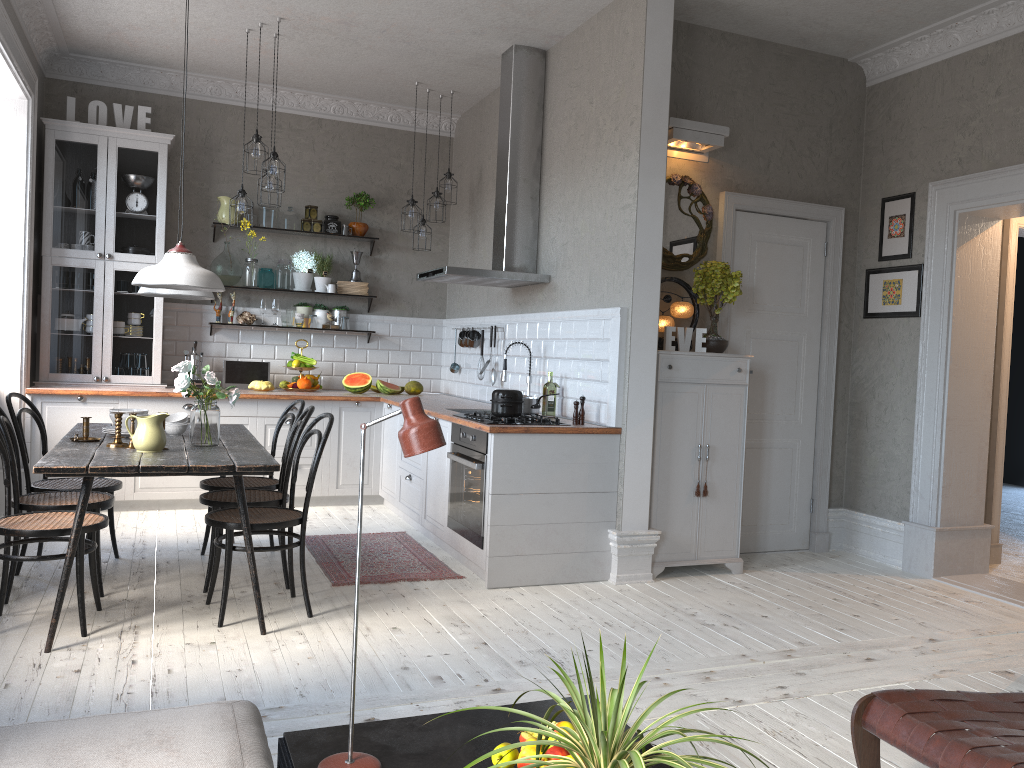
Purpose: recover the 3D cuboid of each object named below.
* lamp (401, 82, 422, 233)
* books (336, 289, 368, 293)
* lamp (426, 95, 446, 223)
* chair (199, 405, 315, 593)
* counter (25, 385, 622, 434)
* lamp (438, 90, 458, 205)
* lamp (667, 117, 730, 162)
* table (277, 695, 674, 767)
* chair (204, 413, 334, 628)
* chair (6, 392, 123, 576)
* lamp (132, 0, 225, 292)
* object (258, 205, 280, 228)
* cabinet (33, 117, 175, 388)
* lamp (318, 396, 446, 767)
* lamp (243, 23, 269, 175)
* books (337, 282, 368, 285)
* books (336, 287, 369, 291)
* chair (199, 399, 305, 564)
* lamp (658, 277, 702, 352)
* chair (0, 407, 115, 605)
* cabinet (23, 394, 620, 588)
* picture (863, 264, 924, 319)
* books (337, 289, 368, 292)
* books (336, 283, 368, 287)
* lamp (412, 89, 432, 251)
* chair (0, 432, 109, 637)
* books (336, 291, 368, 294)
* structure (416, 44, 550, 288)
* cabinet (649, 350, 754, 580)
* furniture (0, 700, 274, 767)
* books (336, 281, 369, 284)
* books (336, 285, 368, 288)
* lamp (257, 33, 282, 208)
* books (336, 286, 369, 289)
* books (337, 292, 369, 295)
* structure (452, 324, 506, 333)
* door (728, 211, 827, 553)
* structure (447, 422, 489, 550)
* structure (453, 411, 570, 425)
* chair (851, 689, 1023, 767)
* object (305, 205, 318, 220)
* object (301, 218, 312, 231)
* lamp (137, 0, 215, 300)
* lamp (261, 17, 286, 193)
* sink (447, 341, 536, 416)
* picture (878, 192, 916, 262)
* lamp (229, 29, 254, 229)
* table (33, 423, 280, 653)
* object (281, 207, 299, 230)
[{"bbox_3d":[-0.748,-2.055,6.864,0.146,1.735,0.148,3,2,9],"label":"lamp"},{"bbox_3d":[-1.357,-0.782,7.520,0.263,0.016,0.156,2,2,-11],"label":"books"},{"bbox_3d":[-0.582,-2.187,7.186,0.145,1.735,0.148,3,2,19],"label":"lamp"},{"bbox_3d":[-1.314,0.564,4.556,0.555,0.920,0.433,2,2,-15],"label":"chair"},{"bbox_3d":[-1.477,0.132,5.797,3.211,0.039,3.338,2,2,-22],"label":"counter"},{"bbox_3d":[-0.476,-2.306,7.043,0.143,1.735,0.150,4,2,39],"label":"lamp"},{"bbox_3d":[1.066,-1.463,5.321,0.422,0.171,0.216,2,2,-23],"label":"lamp"},{"bbox_3d":[0.060,1.035,1.721,0.862,0.303,1.290,2,2,-22],"label":"table"},{"bbox_3d":[-1.117,0.589,4.068,0.558,0.920,0.430,2,2,-25],"label":"chair"},{"bbox_3d":[-2.354,0.512,4.669,0.553,0.920,0.434,2,2,-10],"label":"chair"},{"bbox_3d":[-1.416,-1.343,3.850,0.375,1.858,0.383,3,2,15],"label":"lamp"},{"bbox_3d":[-1.978,-1.347,7.199,0.170,0.184,0.174,3,2,17],"label":"object"},{"bbox_3d":[-3.036,-0.922,6.641,0.893,1.921,0.381,2,2,-23],"label":"cabinet"},{"bbox_3d":[-0.285,0.443,1.932,0.249,0.839,0.139,3,2,12],"label":"lamp"},{"bbox_3d":[-1.636,-2.243,5.752,0.150,1.735,0.144,1,2,-36],"label":"lamp"},{"bbox_3d":[-1.354,-0.847,7.518,0.264,0.016,0.156,2,2,-14],"label":"books"},{"bbox_3d":[-1.356,-0.803,7.520,0.264,0.011,0.156,2,2,-17],"label":"books"},{"bbox_3d":[-1.471,0.542,5.006,0.558,0.920,0.430,2,2,-25],"label":"chair"},{"bbox_3d":[0.930,-0.357,5.267,0.454,0.558,0.170,2,2,-15],"label":"lamp"},{"bbox_3d":[-2.196,0.534,4.216,0.558,0.920,0.430,2,2,-25],"label":"chair"},{"bbox_3d":[-1.127,0.548,6.126,4.131,0.854,2.018,3,2,23],"label":"cabinet"},{"bbox_3d":[2.453,-0.591,5.712,0.014,0.331,0.482,2,2,-22],"label":"picture"},{"bbox_3d":[-1.357,-0.793,7.520,0.264,0.016,0.156,2,2,-14],"label":"books"},{"bbox_3d":[-1.355,-0.836,7.519,0.263,0.016,0.156,2,2,-11],"label":"books"},{"bbox_3d":[-0.682,-1.935,7.042,0.143,1.735,0.150,4,2,39],"label":"lamp"},{"bbox_3d":[-1.992,0.560,3.709,0.555,0.920,0.433,2,2,-15],"label":"chair"},{"bbox_3d":[-1.358,-0.771,7.521,0.264,0.011,0.156,2,2,-17],"label":"books"},{"bbox_3d":[-0.176,-1.491,6.002,0.724,1.595,0.701,2,2,-22],"label":"structure"},{"bbox_3d":[1.019,0.459,5.243,0.677,1.297,0.378,2,2,-23],"label":"cabinet"},{"bbox_3d":[-0.700,0.908,1.525,0.592,0.476,0.815,2,2,-22],"label":"furniture"},{"bbox_3d":[-1.354,-0.857,7.518,0.264,0.011,0.156,2,2,-17],"label":"books"},{"bbox_3d":[-1.355,-0.825,7.519,0.264,0.011,0.156,2,2,-17],"label":"books"},{"bbox_3d":[-1.599,-2.066,5.943,0.150,1.735,0.144,1,2,-36],"label":"lamp"},{"bbox_3d":[-1.356,-0.815,7.519,0.265,0.011,0.155,2,2,-20],"label":"books"},{"bbox_3d":[-1.358,-0.760,7.521,0.265,0.011,0.155,2,2,-20],"label":"books"},{"bbox_3d":[-0.276,-0.434,6.937,0.096,0.053,1.069,2,2,-22],"label":"structure"},{"bbox_3d":[1.700,0.008,5.758,0.763,2.183,0.079,2,2,-24],"label":"door"},{"bbox_3d":[-0.002,0.556,5.055,0.628,0.623,0.612,2,2,-22],"label":"structure"},{"bbox_3d":[-0.012,0.191,5.037,0.504,0.031,0.596,2,2,-22],"label":"structure"},{"bbox_3d":[1.454,0.866,2.297,1.033,0.721,0.499,2,2,-23],"label":"chair"},{"bbox_3d":[-1.657,-1.413,7.313,0.084,0.113,0.081,1,2,-42],"label":"object"},{"bbox_3d":[-1.698,-1.302,7.314,0.084,0.113,0.081,2,2,-22],"label":"object"},{"bbox_3d":[-1.737,-1.385,4.669,0.383,1.858,0.375,2,2,-15],"label":"lamp"},{"bbox_3d":[-1.495,-2.102,5.650,0.144,1.735,0.149,3,2,24],"label":"lamp"},{"bbox_3d":[-0.108,0.073,5.683,0.536,0.720,0.478,2,2,-23],"label":"sink"},{"bbox_3d":[2.473,-1.006,5.696,0.012,0.416,0.278,2,2,-22],"label":"picture"},{"bbox_3d":[-1.770,-1.913,5.881,0.144,1.735,0.149,4,2,34],"label":"lamp"},{"bbox_3d":[-1.741,0.643,4.393,0.919,0.735,1.890,2,2,-22],"label":"table"},{"bbox_3d":[-1.845,-1.363,7.357,0.137,0.220,0.142,4,2,27],"label":"object"}]
